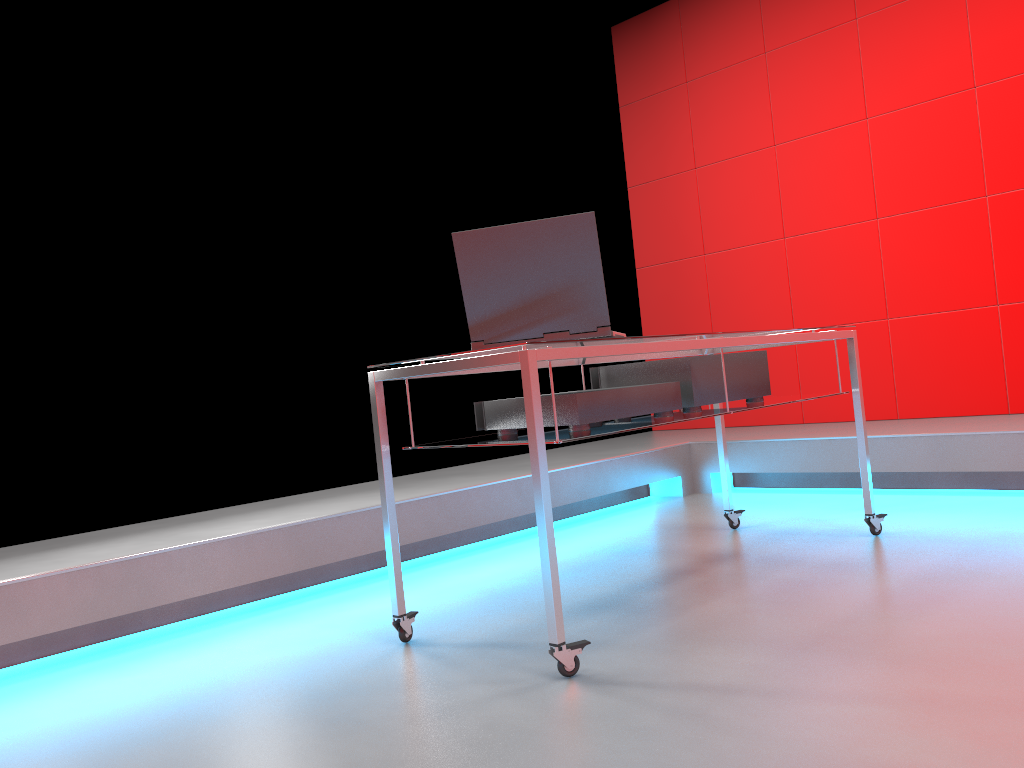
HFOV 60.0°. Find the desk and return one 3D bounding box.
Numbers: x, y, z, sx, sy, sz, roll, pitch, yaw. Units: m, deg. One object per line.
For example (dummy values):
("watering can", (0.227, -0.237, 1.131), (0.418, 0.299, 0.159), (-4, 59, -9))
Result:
("desk", (0.435, 0.224, 2.553), (1.617, 0.690, 0.594), (-6, 0, -45))

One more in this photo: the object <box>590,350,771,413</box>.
("object", (0.524, 0.001, 2.757), (0.431, 0.158, 0.371), (-6, 0, -45))

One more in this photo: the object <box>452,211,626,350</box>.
("object", (0.078, -0.231, 2.187), (0.342, 0.285, 0.340), (-6, 0, 15))

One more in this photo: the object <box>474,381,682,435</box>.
("object", (0.183, 0.067, 2.406), (0.435, 0.092, 0.365), (-6, 0, -45))
